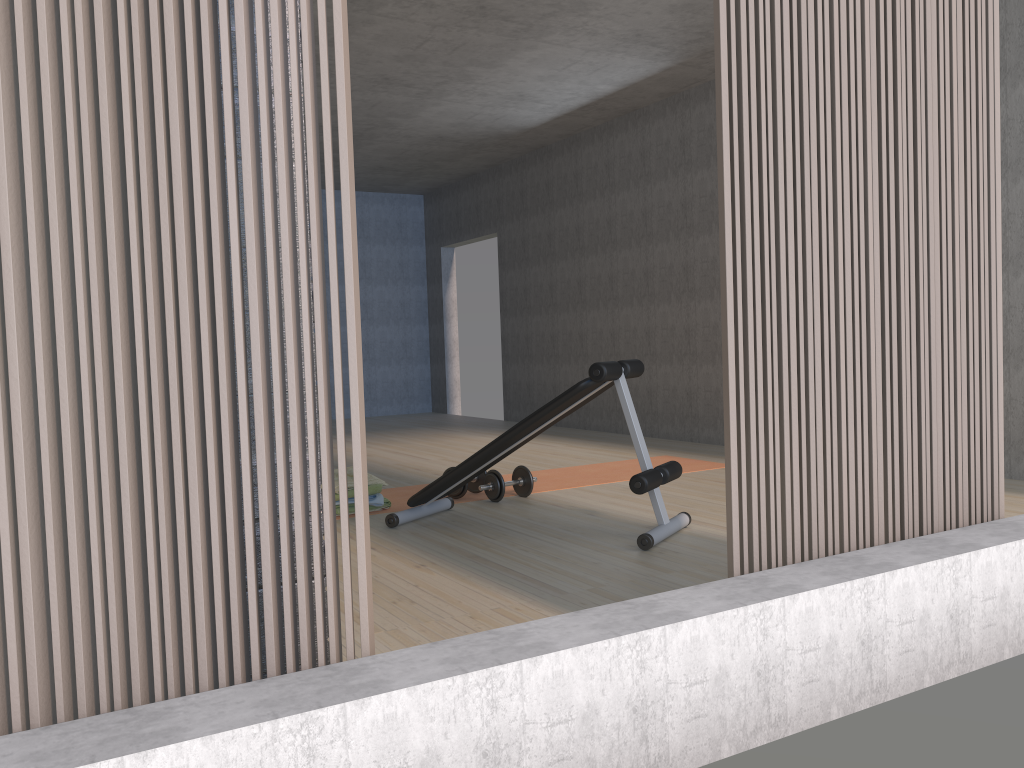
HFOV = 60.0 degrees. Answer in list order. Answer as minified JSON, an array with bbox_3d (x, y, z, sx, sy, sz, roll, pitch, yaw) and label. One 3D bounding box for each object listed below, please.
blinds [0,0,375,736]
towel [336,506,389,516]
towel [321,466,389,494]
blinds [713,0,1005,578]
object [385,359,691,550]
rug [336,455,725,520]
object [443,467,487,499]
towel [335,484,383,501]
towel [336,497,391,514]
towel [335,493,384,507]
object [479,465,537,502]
[{"bbox_3d":[-0.787,-0.573,1.391,1.133,2.744,0.069,-4,3,-30],"label":"blinds"},{"bbox_3d":[-0.883,0.635,4.641,0.376,0.044,0.371,-4,3,-31],"label":"towel"},{"bbox_3d":[-0.879,0.497,4.620,0.373,0.123,0.384,0,4,44],"label":"towel"},{"bbox_3d":[0.976,-0.682,2.399,1.133,2.744,0.069,-4,3,-30],"label":"blinds"},{"bbox_3d":[0.088,0.277,4.003,1.312,0.746,0.505,-1,3,30],"label":"object"},{"bbox_3d":[0.073,0.592,5.333,2.779,0.002,0.716,-4,3,-30],"label":"rug"},{"bbox_3d":[-0.260,0.531,4.890,0.176,0.176,0.385,0,3,32],"label":"object"},{"bbox_3d":[-0.887,0.553,4.596,0.376,0.085,0.371,-3,3,-25],"label":"towel"},{"bbox_3d":[-0.863,0.612,4.642,0.380,0.081,0.367,-4,3,-32],"label":"towel"},{"bbox_3d":[-0.869,0.587,4.617,0.383,0.078,0.383,-3,3,-13],"label":"towel"},{"bbox_3d":[-0.018,0.537,4.776,0.385,0.176,0.176,-4,3,-38],"label":"object"}]
